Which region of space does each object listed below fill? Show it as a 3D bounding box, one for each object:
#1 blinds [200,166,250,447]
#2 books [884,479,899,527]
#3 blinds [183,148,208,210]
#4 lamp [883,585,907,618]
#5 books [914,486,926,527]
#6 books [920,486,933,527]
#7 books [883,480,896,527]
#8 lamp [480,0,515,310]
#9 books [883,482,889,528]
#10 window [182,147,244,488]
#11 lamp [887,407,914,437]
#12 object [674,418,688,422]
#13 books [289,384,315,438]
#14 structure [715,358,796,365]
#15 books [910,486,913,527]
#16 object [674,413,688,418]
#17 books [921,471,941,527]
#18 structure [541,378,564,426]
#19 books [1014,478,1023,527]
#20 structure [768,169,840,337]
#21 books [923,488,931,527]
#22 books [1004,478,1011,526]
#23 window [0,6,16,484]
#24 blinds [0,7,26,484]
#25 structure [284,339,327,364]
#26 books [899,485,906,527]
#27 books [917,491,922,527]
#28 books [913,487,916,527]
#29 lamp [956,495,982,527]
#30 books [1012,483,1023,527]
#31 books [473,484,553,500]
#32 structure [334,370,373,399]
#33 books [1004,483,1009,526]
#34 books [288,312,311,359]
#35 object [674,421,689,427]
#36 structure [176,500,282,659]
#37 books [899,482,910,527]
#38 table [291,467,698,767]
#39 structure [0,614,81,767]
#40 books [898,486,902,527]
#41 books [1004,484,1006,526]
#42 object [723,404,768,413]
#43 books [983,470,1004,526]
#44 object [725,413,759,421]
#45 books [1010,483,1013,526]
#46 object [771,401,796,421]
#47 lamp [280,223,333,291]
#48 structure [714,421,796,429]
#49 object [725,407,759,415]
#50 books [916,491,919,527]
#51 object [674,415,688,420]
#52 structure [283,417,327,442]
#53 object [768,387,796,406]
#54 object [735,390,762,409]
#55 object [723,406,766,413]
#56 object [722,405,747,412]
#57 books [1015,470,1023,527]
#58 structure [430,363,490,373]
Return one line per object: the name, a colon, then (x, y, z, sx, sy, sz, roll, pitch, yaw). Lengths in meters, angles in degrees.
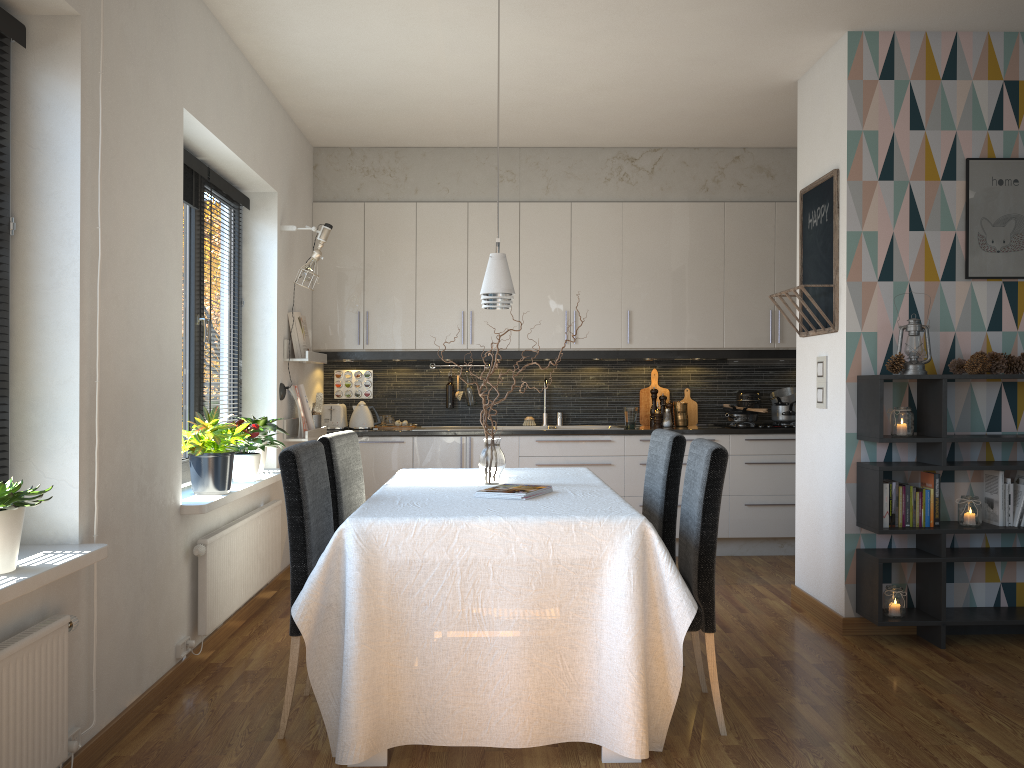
blinds: (-1.508, -0.306, 4.665, 0.049, 1.422, 0.710, 0, 0, -1)
books: (1.716, 0.601, 4.009, 0.014, 0.203, 0.115, 0, 0, -1)
blinds: (-1.495, -0.912, 3.911, 0.049, 0.229, 0.710, 0, -1, -1)
lamp: (1.718, 1.038, 3.976, 0.098, 0.131, 0.106, 0, 0, 13)
books: (1.835, 0.619, 4.001, 0.014, 0.169, 0.109, 0, 0, -1)
books: (1.871, 0.618, 3.996, 0.012, 0.170, 0.096, 0, 0, -1)
books: (1.693, 0.603, 4.007, 0.032, 0.200, 0.123, 0, 0, -1)
lamp: (-0.065, -0.925, 3.521, 0.131, 1.284, 0.760, 0, 0, -1)
books: (1.664, 0.605, 4.004, 0.025, 0.195, 0.126, 0, 0, -1)
window: (-1.537, -0.268, 4.279, 0.119, 1.588, 1.561, 0, 0, -1)
lamp: (1.741, 0.234, 3.968, 0.106, 0.131, 0.098, 0, 0, 11)
object: (1.202, 0.351, 6.292, 0.100, 0.048, 0.099, 0, -1, 17)
books: (-1.290, 0.218, 5.461, 0.138, 0.330, 0.283, 0, 0, -4)
structure: (1.810, -0.112, 6.359, 0.623, 0.148, 0.362, 0, -1, -1)
books: (1.782, 0.612, 4.011, 0.015, 0.181, 0.116, 0, 0, -1)
object: (1.198, 0.313, 6.295, 0.099, 0.043, 0.100, 0, -1, -14)
books: (1.895, 0.586, 4.011, 0.029, 0.236, 0.127, 0, 0, -1)
structure: (0.305, 0.213, 6.402, 0.167, 0.347, 0.195, 0, 0, -9)
books: (2.282, 0.602, 4.000, 0.063, 0.207, 0.118, 0, 0, -1)
structure: (1.445, -0.564, 4.428, 0.185, 0.775, 0.495, 0, 0, -1)
books: (1.854, 0.621, 3.996, 0.022, 0.165, 0.096, 0, 0, -1)
books: (2.224, 0.599, 4.024, 0.010, 0.212, 0.118, 0, 0, -1)
window: (-13.240, 1.833, 2.284, 21.829, 18.372, 12.972, 0, 0, 29)
blinds: (-1.454, -0.339, 2.252, 0.049, 1.422, 0.710, 0, 0, -1)
structure: (-1.281, -0.144, 5.518, 0.147, 0.129, 0.594, 0, -1, -1)
books: (1.746, 0.612, 4.005, 0.015, 0.181, 0.116, 0, 0, -1)
books: (1.822, 0.625, 4.000, 0.013, 0.155, 0.100, 0, 0, -1)
books: (1.796, 0.616, 4.003, 0.012, 0.174, 0.099, 0, 0, -1)
lamp: (2.053, 0.637, 3.979, 0.098, 0.131, 0.106, 0, 0, 34)
books: (2.268, 0.614, 4.002, 0.058, 0.184, 0.119, 0, 0, -1)
books: (0.014, 0.435, 3.270, 0.204, 0.022, 0.278, 0, -1, 25)
structure: (-1.156, 0.071, 6.451, 0.279, 0.209, 0.045, 0, 1, -1)
books: (2.214, 0.610, 4.018, 0.011, 0.190, 0.119, 0, 0, -1)
books: (-1.301, -0.234, 5.504, 0.109, 0.299, 0.364, 0, 0, -1)
object: (1.204, 0.373, 6.294, 0.100, 0.036, 0.100, 0, -1, 31)
structure: (-1.277, 0.907, 4.204, 0.078, 0.459, 1.457, 0, -1, 0)
books: (1.764, 0.609, 4.011, 0.021, 0.187, 0.121, 0, 0, -1)
table: (-0.062, 0.828, 3.525, 1.235, 0.763, 1.857, 0, -1, -1)
structure: (-1.226, 0.876, 1.910, 0.078, 0.459, 1.457, 0, -1, -3)
books: (1.731, 0.612, 4.003, 0.015, 0.181, 0.116, 0, 0, -1)
books: (2.203, 0.611, 4.024, 0.011, 0.189, 0.119, 0, 0, -1)
object: (1.646, 0.266, 6.266, 0.334, 0.061, 0.059, 0, 0, 42)
books: (2.187, 0.582, 4.023, 0.021, 0.246, 0.130, 0, 0, -1)
object: (1.599, 0.328, 6.339, 0.351, 0.061, 0.232, 1, -1, -28)
books: (2.235, 0.611, 4.020, 0.010, 0.189, 0.119, 0, 0, -1)
object: (1.992, 0.284, 6.290, 0.200, 0.154, 0.348, 0, 0, -22)
lamp: (-1.212, -0.690, 5.163, 0.312, 0.395, 0.131, 0, 1, 3)
structure: (1.807, 0.378, 6.231, 0.662, 0.041, 0.500, 0, -1, -1)
object: (1.622, 0.293, 6.319, 0.243, 0.082, 0.347, 0, -1, 35)
books: (1.809, 0.625, 3.998, 0.013, 0.155, 0.100, 0, 0, -1)
object: (1.200, 0.333, 6.293, 0.099, 0.051, 0.099, 0, 0, -15)
structure: (-1.279, 0.329, 5.524, 0.147, 0.129, 0.595, 0, -1, -1)
object: (1.895, 0.205, 6.317, 0.371, 0.169, 0.203, 0, 0, -29)
object: (1.703, 0.217, 6.386, 0.197, 0.159, 0.190, 0, 0, 45)
object: (1.636, 0.273, 6.255, 0.064, 0.044, 0.335, 0, -1, -40)
object: (1.635, 0.279, 6.320, 0.246, 0.080, 0.356, 0, -1, 2)
books: (2.301, 0.586, 4.007, 0.081, 0.242, 0.130, 0, 0, -1)
structure: (-0.381, -0.041, 6.456, 0.443, 0.081, 0.067, 0, 0, -1)
